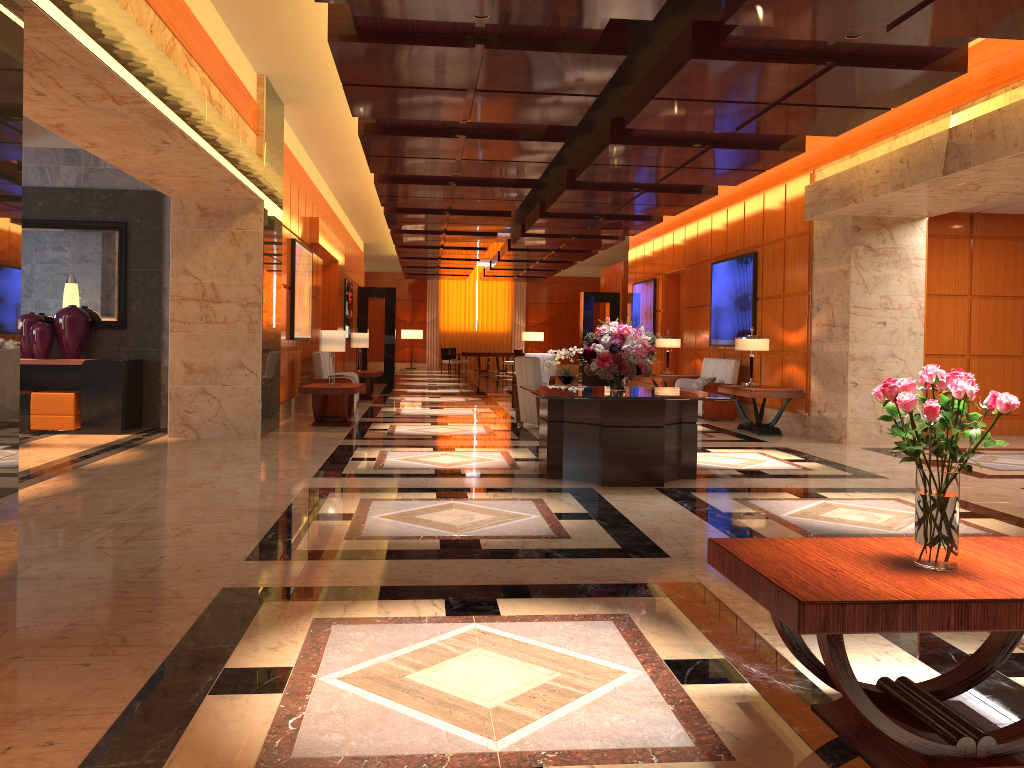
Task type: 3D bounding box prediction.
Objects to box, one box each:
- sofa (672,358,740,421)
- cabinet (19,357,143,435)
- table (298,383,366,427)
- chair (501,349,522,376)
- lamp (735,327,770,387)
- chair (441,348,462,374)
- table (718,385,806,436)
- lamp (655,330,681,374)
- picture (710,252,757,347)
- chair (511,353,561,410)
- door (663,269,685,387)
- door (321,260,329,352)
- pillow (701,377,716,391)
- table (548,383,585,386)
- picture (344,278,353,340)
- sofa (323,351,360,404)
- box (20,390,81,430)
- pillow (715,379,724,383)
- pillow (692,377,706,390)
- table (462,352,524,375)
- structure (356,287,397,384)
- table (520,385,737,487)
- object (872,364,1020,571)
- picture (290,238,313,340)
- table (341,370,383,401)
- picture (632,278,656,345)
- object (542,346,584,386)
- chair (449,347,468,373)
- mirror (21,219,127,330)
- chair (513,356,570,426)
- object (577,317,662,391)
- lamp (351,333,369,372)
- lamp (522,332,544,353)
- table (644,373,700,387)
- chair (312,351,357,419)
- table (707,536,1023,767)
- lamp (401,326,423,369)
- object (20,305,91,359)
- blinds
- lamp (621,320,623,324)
[{"bbox_3d":[3.136,0.049,14.381,0.612,0.932,1.801,1,2,-5],"label":"sofa"},{"bbox_3d":[-5.672,0.130,10.593,2.190,0.867,0.784,1,2,-6],"label":"cabinet"},{"bbox_3d":[-2.403,0.283,11.931,0.725,0.534,1.169,1,2,-3],"label":"table"},{"bbox_3d":[0.034,-0.722,29.503,0.577,0.893,0.584,2,2,37],"label":"chair"},{"bbox_3d":[3.244,-0.365,11.997,0.458,0.809,0.459,1,1,3],"label":"lamp"},{"bbox_3d":[-2.112,-0.780,29.952,0.576,0.893,0.584,2,1,32],"label":"chair"},{"bbox_3d":[3.314,0.349,11.876,0.725,0.606,1.271,1,2,-5],"label":"table"},{"bbox_3d":[2.835,-0.585,16.131,0.458,0.793,0.459,0,2,-44],"label":"lamp"},{"bbox_3d":[3.575,-1.326,14.401,0.056,1.451,1.998,1,2,-6],"label":"picture"},{"bbox_3d":[0.425,-0.044,15.087,0.738,0.960,0.629,1,1,13],"label":"chair"},{"bbox_3d":[3.460,-0.975,18.011,0.340,2.650,1.539,1,1,-6],"label":"door"},{"bbox_3d":[-3.845,-1.062,17.268,0.340,2.650,1.501,1,1,-6],"label":"door"},{"bbox_3d":[3.203,0.011,14.407,0.160,0.253,0.358,1,2,-9],"label":"pillow"},{"bbox_3d":[0.792,0.278,13.625,0.722,0.495,1.561,1,3,-3],"label":"table"},{"bbox_3d":[-4.037,-1.823,21.850,0.056,1.451,1.998,1,2,-6],"label":"picture"},{"bbox_3d":[-2.891,-0.068,14.696,0.612,0.932,1.801,1,2,-5],"label":"sofa"},{"bbox_3d":[-5.661,0.301,10.450,1.132,0.427,0.490,1,2,-6],"label":"box"},{"bbox_3d":[3.213,0.047,13.959,0.202,0.229,0.273,1,2,-3],"label":"pillow"},{"bbox_3d":[3.132,-0.003,14.837,0.195,0.227,0.344,1,2,-1],"label":"pillow"},{"bbox_3d":[-0.646,-0.709,30.263,2.107,0.741,0.784,-1,2,-35],"label":"table"},{"bbox_3d":[-3.545,-1.272,23.180,0.985,2.497,0.500,1,1,-6],"label":"structure"},{"bbox_3d":[0.943,0.435,7.885,1.600,0.744,1.602,1,2,-6],"label":"table"},{"bbox_3d":[1.260,0.240,2.616,0.350,0.595,0.327,1,1,14],"label":"object"},{"bbox_3d":[-3.224,-1.403,13.629,0.056,1.451,1.998,1,2,-6],"label":"picture"},{"bbox_3d":[-2.897,0.028,16.917,0.725,0.534,1.169,1,2,-3],"label":"table"},{"bbox_3d":[2.998,-1.624,20.232,0.056,1.451,1.998,1,2,-6],"label":"picture"},{"bbox_3d":[0.847,-0.284,13.744,0.788,0.617,0.418,0,2,-28],"label":"object"},{"bbox_3d":[-1.912,-0.838,31.195,0.576,0.893,0.584,1,1,22],"label":"chair"},{"bbox_3d":[-5.685,-1.355,10.944,1.766,1.338,0.029,1,1,-6],"label":"mirror"},{"bbox_3d":[0.421,0.104,12.090,0.628,0.960,0.738,0,2,-27],"label":"chair"},{"bbox_3d":[0.952,-0.268,7.897,0.649,0.658,0.681,1,2,-15],"label":"object"},{"bbox_3d":[1.690,-0.306,12.408,13.008,0.734,0.335,4,3,44],"label":"lamp"},{"bbox_3d":[0.804,-1.328,34.262,0.811,1.660,0.811,2,1,34],"label":"lamp"},{"bbox_3d":[2.899,0.135,16.077,0.725,0.606,1.271,1,2,-5],"label":"table"},{"bbox_3d":[-2.619,0.002,13.099,0.628,0.960,0.738,1,1,-7],"label":"chair"},{"bbox_3d":[1.262,0.804,2.653,1.167,0.534,0.725,1,2,-6],"label":"table"},{"bbox_3d":[-3.817,-1.384,33.804,0.811,1.660,0.811,2,1,34],"label":"lamp"},{"bbox_3d":[-5.582,-0.635,10.719,0.861,0.652,0.520,1,1,-6],"label":"object"},{"bbox_3d":[-1.404,-2.594,34.664,3.852,4.063,0.149,1,1,-6],"label":"blinds"},{"bbox_3d":[2.244,-0.539,18.806,0.526,1.660,0.360,1,1,-16],"label":"lamp"}]
